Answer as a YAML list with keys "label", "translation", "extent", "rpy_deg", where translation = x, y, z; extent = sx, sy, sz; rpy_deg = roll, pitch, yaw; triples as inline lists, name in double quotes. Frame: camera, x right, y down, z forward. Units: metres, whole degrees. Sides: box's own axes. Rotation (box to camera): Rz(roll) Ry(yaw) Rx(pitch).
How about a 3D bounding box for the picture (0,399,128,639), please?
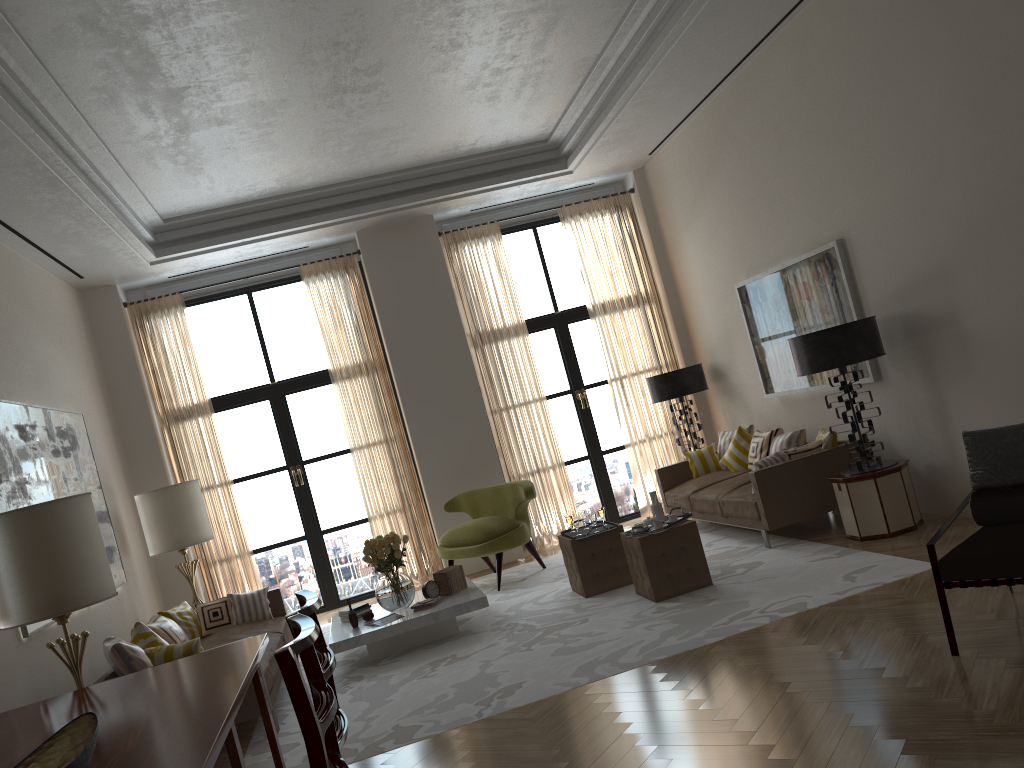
- label: "picture"
  translation: [-4.362, 1.167, 8.521]
  extent: [0.045, 1.998, 3.067]
  rpy_deg: [-15, -2, -11]

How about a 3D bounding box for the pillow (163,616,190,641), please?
- label: "pillow"
  translation: [-3.344, 2.546, 8.628]
  extent: [0.370, 0.565, 0.661]
  rpy_deg: [-15, -1, -16]

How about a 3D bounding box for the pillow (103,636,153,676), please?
- label: "pillow"
  translation: [-3.118, 2.348, 7.308]
  extent: [0.354, 0.576, 0.626]
  rpy_deg: [-15, -1, -32]

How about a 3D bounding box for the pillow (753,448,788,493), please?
- label: "pillow"
  translation: [2.705, 0.934, 9.311]
  extent: [0.496, 0.428, 0.328]
  rpy_deg: [-15, -1, -23]

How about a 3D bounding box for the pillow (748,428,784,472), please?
- label: "pillow"
  translation: [3.070, 0.826, 10.713]
  extent: [0.403, 0.547, 0.618]
  rpy_deg: [-15, -1, -8]

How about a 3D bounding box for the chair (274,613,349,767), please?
- label: "chair"
  translation: [-0.875, 1.631, 2.882]
  extent: [0.876, 1.505, 0.657]
  rpy_deg: [-15, -1, -11]

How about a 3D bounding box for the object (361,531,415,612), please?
- label: "object"
  translation: [-1.251, 1.973, 9.302]
  extent: [0.539, 0.821, 0.628]
  rpy_deg: [-15, -1, -16]

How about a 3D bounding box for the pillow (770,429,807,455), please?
- label: "pillow"
  translation: [3.212, 0.841, 10.350]
  extent: [0.370, 0.565, 0.661]
  rpy_deg: [-15, -1, -16]

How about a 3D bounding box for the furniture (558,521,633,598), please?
- label: "furniture"
  translation: [0.895, 1.843, 9.362]
  extent: [0.613, 0.616, 0.615]
  rpy_deg: [-15, -1, -11]

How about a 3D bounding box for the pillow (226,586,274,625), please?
- label: "pillow"
  translation: [-2.841, 2.442, 9.667]
  extent: [0.496, 0.428, 0.328]
  rpy_deg: [-15, -1, -23]

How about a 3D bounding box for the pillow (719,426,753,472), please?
- label: "pillow"
  translation: [2.933, 0.843, 11.267]
  extent: [0.770, 0.617, 0.354]
  rpy_deg: [-16, -1, 33]

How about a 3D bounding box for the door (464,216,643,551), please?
- label: "door"
  translation: [0.946, -0.165, 13.413]
  extent: [3.081, 4.766, 0.240]
  rpy_deg: [-15, 0, -11]

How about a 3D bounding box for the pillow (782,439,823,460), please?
- label: "pillow"
  translation: [3.060, 0.843, 9.345]
  extent: [0.464, 0.412, 0.304]
  rpy_deg: [-15, -1, -13]

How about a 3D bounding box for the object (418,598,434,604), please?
- label: "object"
  translation: [-0.881, 2.219, 9.068]
  extent: [0.138, 0.019, 0.138]
  rpy_deg: [-14, -2, -27]

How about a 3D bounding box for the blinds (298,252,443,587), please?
- label: "blinds"
  translation: [-1.983, 0.583, 12.601]
  extent: [0.873, 4.873, 0.419]
  rpy_deg: [-15, 0, -8]

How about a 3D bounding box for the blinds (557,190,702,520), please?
- label: "blinds"
  translation: [1.882, -0.431, 13.371]
  extent: [1.240, 4.873, 0.419]
  rpy_deg: [-15, 0, -9]

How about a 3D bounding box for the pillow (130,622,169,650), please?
- label: "pillow"
  translation: [-3.119, 2.346, 7.713]
  extent: [0.770, 0.617, 0.354]
  rpy_deg: [-16, -1, 33]

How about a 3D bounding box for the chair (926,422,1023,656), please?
- label: "chair"
  translation: [3.069, 0.840, 5.211]
  extent: [0.880, 1.135, 1.130]
  rpy_deg: [-16, -2, 44]

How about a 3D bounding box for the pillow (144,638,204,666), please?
- label: "pillow"
  translation: [-2.699, 2.296, 7.235]
  extent: [0.482, 0.433, 0.318]
  rpy_deg: [-15, -1, -1]

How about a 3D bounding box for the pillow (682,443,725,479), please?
- label: "pillow"
  translation: [2.553, 1.043, 11.743]
  extent: [0.482, 0.433, 0.318]
  rpy_deg: [-15, -1, -1]

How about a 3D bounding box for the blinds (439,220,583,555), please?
- label: "blinds"
  translation: [0.007, 0.061, 12.999]
  extent: [0.959, 4.873, 0.420]
  rpy_deg: [-15, 0, -9]

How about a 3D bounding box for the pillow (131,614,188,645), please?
- label: "pillow"
  translation: [-3.236, 2.438, 8.266]
  extent: [0.403, 0.547, 0.618]
  rpy_deg: [-15, -1, -8]

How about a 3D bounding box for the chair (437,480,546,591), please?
- label: "chair"
  translation: [-0.363, 1.981, 11.343]
  extent: [1.025, 1.213, 1.797]
  rpy_deg: [-14, -2, -44]

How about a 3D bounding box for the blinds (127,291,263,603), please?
- label: "blinds"
  translation: [-4.251, 1.184, 12.149]
  extent: [0.779, 4.885, 0.420]
  rpy_deg: [-15, 0, -9]

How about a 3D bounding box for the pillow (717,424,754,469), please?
- label: "pillow"
  translation: [2.940, 0.872, 11.672]
  extent: [0.354, 0.576, 0.626]
  rpy_deg: [-15, -1, -32]

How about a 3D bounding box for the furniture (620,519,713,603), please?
- label: "furniture"
  translation: [1.456, 1.658, 8.425]
  extent: [0.613, 0.616, 0.615]
  rpy_deg: [-15, -1, -11]

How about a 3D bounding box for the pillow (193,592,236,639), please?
- label: "pillow"
  translation: [-3.194, 2.539, 9.633]
  extent: [0.464, 0.412, 0.304]
  rpy_deg: [-15, -1, -13]

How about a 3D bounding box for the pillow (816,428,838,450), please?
- label: "pillow"
  translation: [3.352, 0.737, 9.495]
  extent: [0.297, 0.475, 0.515]
  rpy_deg: [-15, -1, 10]

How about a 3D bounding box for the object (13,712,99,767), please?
- label: "object"
  translation: [-1.939, 1.580, 3.575]
  extent: [0.331, 0.164, 1.084]
  rpy_deg: [-15, -2, -1]

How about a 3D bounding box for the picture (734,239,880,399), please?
- label: "picture"
  translation: [3.252, -0.641, 10.028]
  extent: [0.080, 1.480, 2.271]
  rpy_deg: [-15, -2, -13]

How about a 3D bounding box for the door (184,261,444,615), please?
- label: "door"
  translation: [-3.127, 0.904, 12.601]
  extent: [3.253, 4.766, 0.240]
  rpy_deg: [-15, 0, -11]

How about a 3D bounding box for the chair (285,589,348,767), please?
- label: "chair"
  translation: [-1.004, 1.689, 3.516]
  extent: [0.876, 1.505, 0.657]
  rpy_deg: [-15, -1, -11]

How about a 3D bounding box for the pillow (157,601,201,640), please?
- label: "pillow"
  translation: [-3.503, 2.584, 9.483]
  extent: [0.297, 0.475, 0.515]
  rpy_deg: [-15, -1, 10]

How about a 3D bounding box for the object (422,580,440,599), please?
- label: "object"
  translation: [-0.849, 2.169, 9.311]
  extent: [0.082, 0.209, 0.204]
  rpy_deg: [-16, -1, 40]
